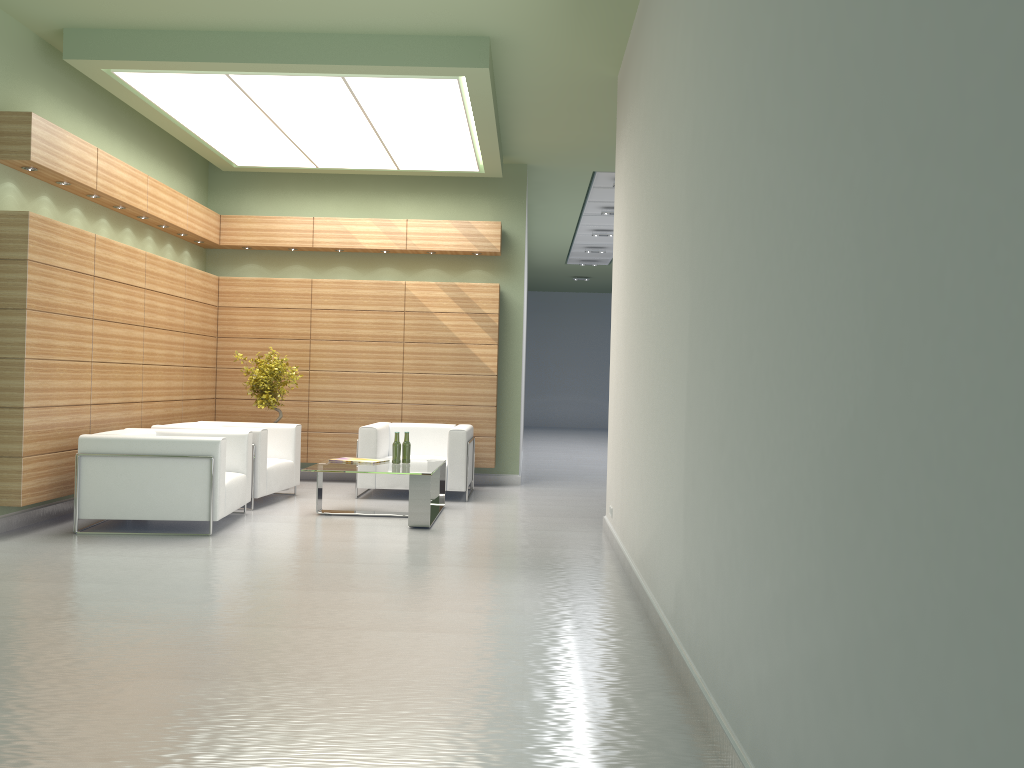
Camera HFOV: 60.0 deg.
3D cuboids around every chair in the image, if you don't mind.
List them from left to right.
[{"bbox_3d":[-4.598,1.267,11.974,1.802,1.234,1.894,2,0,-4],"label":"chair"},{"bbox_3d":[-4.539,1.266,14.298,1.769,1.234,1.894,2,0,6],"label":"chair"},{"bbox_3d":[-1.659,1.343,15.687,1.894,1.234,1.802,2,0,1],"label":"chair"}]

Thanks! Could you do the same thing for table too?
[{"bbox_3d":[-1.971,1.557,13.125,1.783,0.742,2.197,2,0,1],"label":"table"}]

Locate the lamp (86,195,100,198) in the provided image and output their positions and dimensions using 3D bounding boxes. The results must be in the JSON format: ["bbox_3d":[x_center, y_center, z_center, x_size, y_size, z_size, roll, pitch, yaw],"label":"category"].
[{"bbox_3d":[-5.942,-2.691,12.594,0.181,0.074,0.181,2,0,-16],"label":"lamp"}]

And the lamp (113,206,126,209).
[{"bbox_3d":[-5.928,-2.692,13.396,0.181,0.074,0.181,2,0,-27],"label":"lamp"}]

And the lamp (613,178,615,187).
[{"bbox_3d":[2.471,-4.248,18.772,0.657,0.159,0.286,2,0,1],"label":"lamp"}]

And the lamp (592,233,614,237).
[{"bbox_3d":[2.586,-4.252,25.011,0.657,0.159,0.286,2,0,1],"label":"lamp"}]

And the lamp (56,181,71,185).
[{"bbox_3d":[-5.957,-2.691,11.781,0.181,0.074,0.181,2,0,-16],"label":"lamp"}]

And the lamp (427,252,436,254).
[{"bbox_3d":[-1.566,-2.577,17.225,0.181,0.074,0.181,2,0,-38],"label":"lamp"}]

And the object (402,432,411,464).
[{"bbox_3d":[-1.592,0.957,13.368,0.131,0.475,0.131,2,0,-34],"label":"object"}]

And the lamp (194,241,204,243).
[{"bbox_3d":[-5.868,-2.694,16.637,0.181,0.074,0.181,2,0,-16],"label":"lamp"}]

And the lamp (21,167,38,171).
[{"bbox_3d":[-5.972,-2.690,10.985,0.181,0.074,0.181,2,0,-27],"label":"lamp"}]

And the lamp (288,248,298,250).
[{"bbox_3d":[-4.269,-2.651,17.274,0.181,0.074,0.181,2,0,-5],"label":"lamp"}]

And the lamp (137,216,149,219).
[{"bbox_3d":[-5.913,-2.692,14.210,0.181,0.074,0.181,2,0,-16],"label":"lamp"}]

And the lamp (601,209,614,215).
[{"bbox_3d":[2.527,-4.250,21.823,0.657,0.159,0.286,2,0,1],"label":"lamp"}]

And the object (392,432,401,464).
[{"bbox_3d":[-1.723,0.954,13.250,0.131,0.475,0.131,2,0,-34],"label":"object"}]

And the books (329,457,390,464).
[{"bbox_3d":[-2.321,1.162,13.482,0.762,0.025,0.508,2,0,21],"label":"books"}]

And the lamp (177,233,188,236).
[{"bbox_3d":[-5.883,-2.693,15.828,0.181,0.074,0.181,2,0,-27],"label":"lamp"}]

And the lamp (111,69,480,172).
[{"bbox_3d":[-2.928,-4.198,14.120,4.571,0.325,5.060,2,0,1],"label":"lamp"}]

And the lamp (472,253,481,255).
[{"bbox_3d":[-0.682,-2.553,17.208,0.181,0.074,0.181,2,0,-5],"label":"lamp"}]

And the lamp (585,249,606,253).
[{"bbox_3d":[2.643,-4.254,28.144,0.657,0.159,0.286,2,0,1],"label":"lamp"}]

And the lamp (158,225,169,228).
[{"bbox_3d":[-5.898,-2.693,15.008,0.181,0.074,0.181,2,0,-16],"label":"lamp"}]

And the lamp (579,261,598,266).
[{"bbox_3d":[2.699,-4.256,31.191,0.657,0.159,0.286,2,0,1],"label":"lamp"}]

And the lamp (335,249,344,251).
[{"bbox_3d":[-3.359,-2.626,17.257,0.181,0.074,0.181,2,0,-38],"label":"lamp"}]

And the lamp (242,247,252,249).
[{"bbox_3d":[-5.167,-2.676,17.291,0.181,0.074,0.181,2,0,-5],"label":"lamp"}]

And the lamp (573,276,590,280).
[{"bbox_3d":[2.781,-4.259,35.654,0.657,0.159,0.286,2,0,1],"label":"lamp"}]

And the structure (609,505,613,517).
[{"bbox_3d":[1.299,1.667,11.629,0.017,0.118,0.262,2,0,1],"label":"structure"}]

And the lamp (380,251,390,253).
[{"bbox_3d":[-2.469,-2.602,17.241,0.181,0.074,0.181,2,0,-5],"label":"lamp"}]

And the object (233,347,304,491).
[{"bbox_3d":[-4.448,0.593,15.930,1.201,2.565,1.116,2,0,-31],"label":"object"}]
